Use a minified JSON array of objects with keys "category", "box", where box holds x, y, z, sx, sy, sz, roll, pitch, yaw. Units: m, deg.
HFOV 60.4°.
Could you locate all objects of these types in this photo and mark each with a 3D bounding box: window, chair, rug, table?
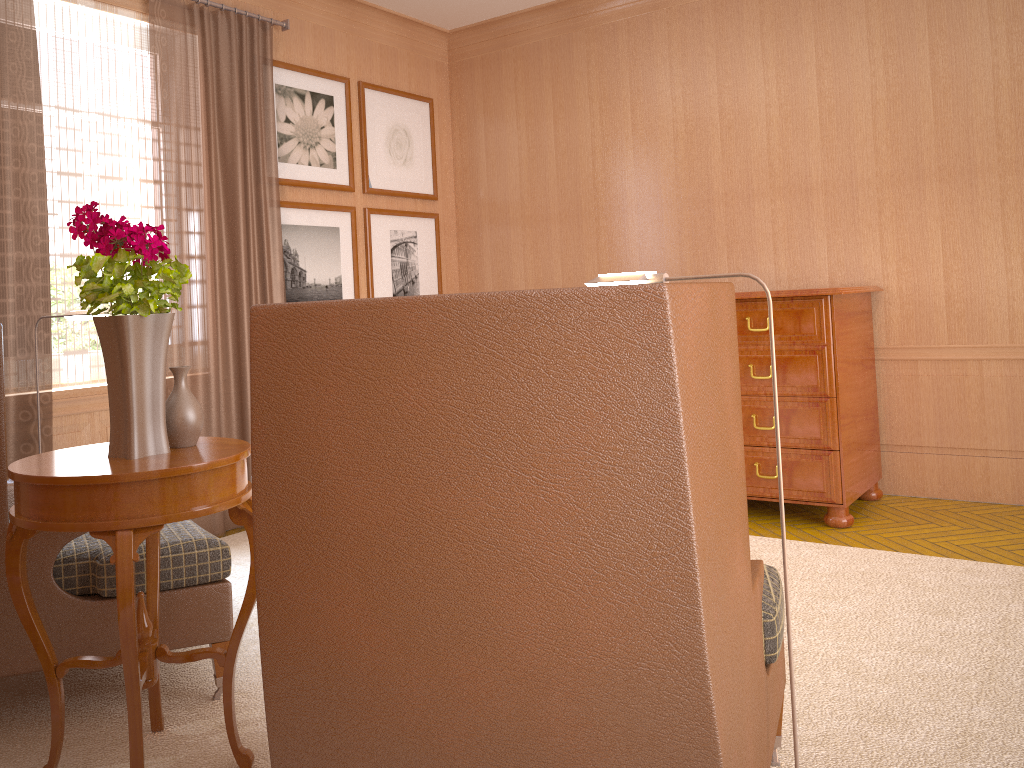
[{"category":"window","box":[-3.748,-1.613,7.399,0.844,3.388,2.441,-4,0,35]},{"category":"chair","box":[-2.659,0.635,4.897,1.725,1.979,1.907,-4,2,-30]},{"category":"rug","box":[0.079,1.525,4.585,7.938,0.020,6.026,1,7,35]},{"category":"table","box":[-1.597,0.990,3.777,1.035,1.376,0.928,-2,1,43]},{"category":"chair","box":[0.025,0.675,3.033,1.907,1.979,1.724,-3,1,10]}]

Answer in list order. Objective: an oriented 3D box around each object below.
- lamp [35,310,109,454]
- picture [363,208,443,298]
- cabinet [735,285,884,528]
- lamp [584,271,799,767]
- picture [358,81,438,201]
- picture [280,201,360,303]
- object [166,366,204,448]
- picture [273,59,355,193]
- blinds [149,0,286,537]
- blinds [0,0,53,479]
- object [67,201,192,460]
[{"category":"lamp","box":[-2.833,0.539,5.738,0.630,2.033,0.562,-3,-1,-3]},{"category":"picture","box":[-1.230,-1.382,10.189,0.047,1.252,1.255,-4,1,35]},{"category":"cabinet","box":[1.943,0.117,8.316,2.760,1.948,1.421,-1,2,35]},{"category":"lamp","box":[0.620,0.609,3.116,0.629,2.038,0.563,-3,-1,6]},{"category":"picture","box":[-1.301,-2.792,10.229,0.047,1.252,1.255,-4,1,35]},{"category":"picture","box":[-2.037,-1.233,9.039,0.047,1.252,1.255,-4,1,35]},{"category":"object","box":[-1.487,0.101,3.962,0.186,0.359,0.185,-3,0,-22]},{"category":"picture","box":[-2.108,-2.643,9.078,0.047,1.252,1.255,-4,1,35]},{"category":"blinds","box":[-2.622,-1.063,8.017,0.265,4.805,1.449,-4,-1,34]},{"category":"blinds","box":[-3.955,-0.811,6.114,0.265,4.815,1.430,-4,-2,37]},{"category":"object","box":[-1.630,-0.244,3.811,0.454,1.092,0.526,-3,0,34]}]
